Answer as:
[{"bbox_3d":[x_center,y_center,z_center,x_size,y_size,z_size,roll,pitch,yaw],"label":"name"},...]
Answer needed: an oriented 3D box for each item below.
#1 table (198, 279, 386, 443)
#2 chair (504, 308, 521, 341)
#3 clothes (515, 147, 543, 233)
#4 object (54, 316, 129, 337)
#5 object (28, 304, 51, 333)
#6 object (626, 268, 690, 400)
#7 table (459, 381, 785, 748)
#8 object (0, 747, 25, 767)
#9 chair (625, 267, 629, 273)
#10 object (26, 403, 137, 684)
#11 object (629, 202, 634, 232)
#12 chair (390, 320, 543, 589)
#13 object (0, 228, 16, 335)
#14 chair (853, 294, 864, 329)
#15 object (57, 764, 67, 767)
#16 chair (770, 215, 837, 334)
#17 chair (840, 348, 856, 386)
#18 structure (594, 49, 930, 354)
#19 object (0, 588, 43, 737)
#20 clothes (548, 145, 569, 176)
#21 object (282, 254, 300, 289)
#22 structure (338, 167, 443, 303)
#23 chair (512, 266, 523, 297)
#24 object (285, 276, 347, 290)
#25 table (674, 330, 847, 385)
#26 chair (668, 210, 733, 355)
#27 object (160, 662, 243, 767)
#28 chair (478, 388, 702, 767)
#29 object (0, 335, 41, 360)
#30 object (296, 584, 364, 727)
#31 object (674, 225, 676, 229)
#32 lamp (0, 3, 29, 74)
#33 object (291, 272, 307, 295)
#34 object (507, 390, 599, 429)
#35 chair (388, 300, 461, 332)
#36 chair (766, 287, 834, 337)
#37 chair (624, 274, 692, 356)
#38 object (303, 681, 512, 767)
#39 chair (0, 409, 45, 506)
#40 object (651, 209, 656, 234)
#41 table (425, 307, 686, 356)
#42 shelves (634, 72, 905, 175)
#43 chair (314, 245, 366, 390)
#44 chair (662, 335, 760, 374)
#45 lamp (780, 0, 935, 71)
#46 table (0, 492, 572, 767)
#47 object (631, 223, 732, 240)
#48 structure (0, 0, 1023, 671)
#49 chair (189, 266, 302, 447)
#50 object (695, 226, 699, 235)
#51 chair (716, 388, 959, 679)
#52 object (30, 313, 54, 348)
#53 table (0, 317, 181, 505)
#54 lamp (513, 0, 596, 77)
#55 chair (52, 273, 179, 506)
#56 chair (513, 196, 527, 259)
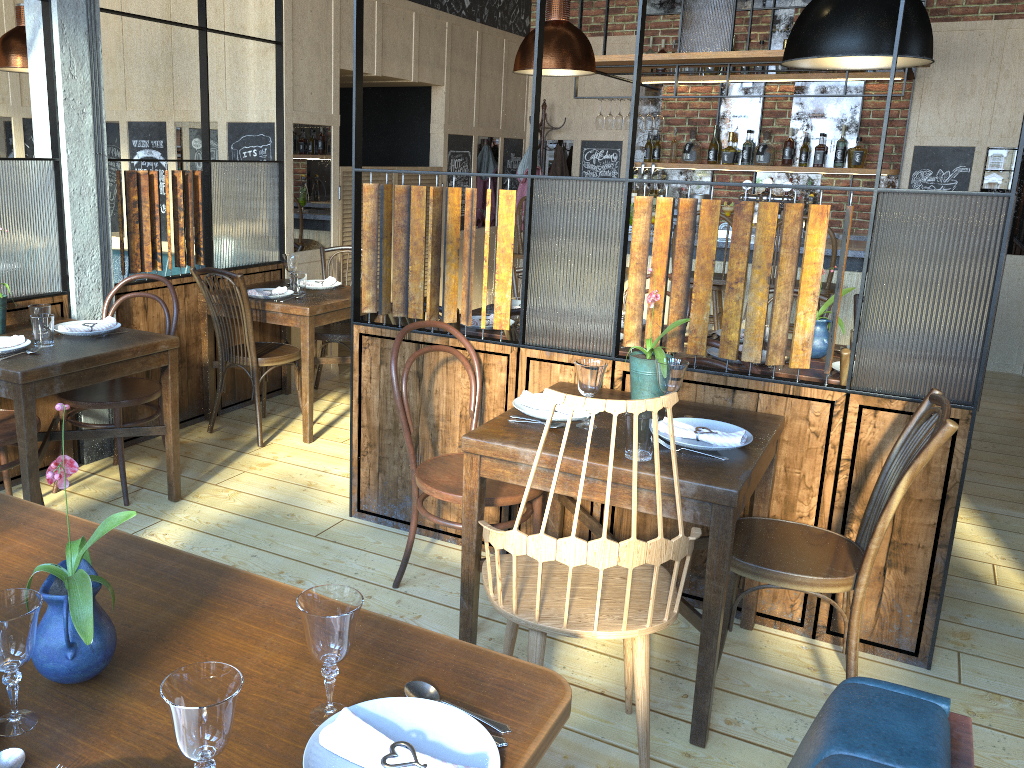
[{"bbox_3d":[-1.221,-0.163,4.983,0.780,0.723,0.725,9,15,26],"label":"table"},{"bbox_3d":[0.195,0.101,3.714,0.423,0.910,0.501,10,16,30],"label":"chair"},{"bbox_3d":[0.143,-1.729,7.863,0.231,0.787,0.283,-7,17,-36],"label":"clothes"},{"bbox_3d":[-1.794,-0.247,3.698,0.339,0.051,0.259,10,17,29],"label":"object"},{"bbox_3d":[-1.927,-0.262,3.603,0.084,0.119,0.085,1,14,-5],"label":"object"},{"bbox_3d":[0.455,-0.144,2.788,0.134,0.424,0.217,-5,15,-30],"label":"object"},{"bbox_3d":[0.336,0.473,2.681,0.780,0.723,0.725,9,15,26],"label":"table"},{"bbox_3d":[-0.838,0.491,1.200,0.339,0.051,0.259,10,17,29],"label":"object"},{"bbox_3d":[0.552,-0.665,6.186,0.394,1.189,0.456,-10,19,-43],"label":"chair"},{"bbox_3d":[-0.677,0.260,1.357,0.130,0.429,0.229,-10,19,-44],"label":"object"},{"bbox_3d":[0.880,-1.208,6.374,0.070,0.210,0.068,5,14,9],"label":"object"},{"bbox_3d":[-0.144,0.279,2.991,0.419,0.916,0.576,-9,18,-40],"label":"chair"},{"bbox_3d":[-2.114,-0.409,3.547,0.147,0.424,0.203,2,14,-3],"label":"object"},{"bbox_3d":[1.616,0.087,3.916,0.423,0.910,0.501,10,16,30],"label":"chair"},{"bbox_3d":[-0.499,0.546,1.025,0.339,0.051,0.259,10,17,29],"label":"object"},{"bbox_3d":[1.804,-0.472,5.569,0.454,1.189,0.397,10,15,29],"label":"chair"},{"bbox_3d":[1.267,0.275,3.154,0.413,0.910,0.514,5,14,10],"label":"chair"},{"bbox_3d":[1.636,-1.249,6.605,2.432,2.163,1.681,9,15,26],"label":"structure"},{"bbox_3d":[-0.721,0.404,1.267,0.094,0.191,0.103,-7,16,-33],"label":"object"},{"bbox_3d":[0.418,-1.758,7.943,0.219,0.767,0.230,8,14,22],"label":"clothes"},{"bbox_3d":[-1.247,-0.635,4.976,0.094,0.191,0.103,-10,18,-42],"label":"object"},{"bbox_3d":[1.342,-0.973,6.256,5.029,0.989,1.268,2,14,3],"label":"structure"},{"bbox_3d":[0.155,-0.138,4.636,0.407,0.910,0.522,3,14,0],"label":"chair"},{"bbox_3d":[-1.130,-0.584,5.074,0.339,0.051,0.259,10,17,29],"label":"object"},{"bbox_3d":[1.226,0.247,3.647,1.072,0.724,0.703,9,15,26],"label":"table"},{"bbox_3d":[1.263,-0.559,5.850,0.449,1.189,0.401,8,14,20],"label":"chair"},{"bbox_3d":[-0.382,0.458,1.095,0.094,0.191,0.103,-7,16,-33],"label":"object"},{"bbox_3d":[0.179,0.463,2.165,0.535,1.000,0.453,2,13,-2],"label":"chair"},{"bbox_3d":[-1.939,-0.149,3.303,0.339,0.051,0.259,10,17,29],"label":"object"},{"bbox_3d":[-0.270,0.407,1.305,0.094,0.191,0.103,-7,16,-33],"label":"object"},{"bbox_3d":[1.192,-1.120,6.380,0.043,0.059,0.041,6,14,16],"label":"object"},{"bbox_3d":[-2.453,-2.261,4.401,0.368,1.328,0.370,2,13,-1],"label":"lamp"},{"bbox_3d":[-1.155,-0.545,4.780,0.081,0.119,0.088,-6,16,-32],"label":"object"},{"bbox_3d":[0.129,0.066,2.686,0.281,0.051,0.313,10,17,29],"label":"object"},{"bbox_3d":[-0.271,0.062,3.818,0.423,0.910,0.501,10,16,30],"label":"chair"},{"bbox_3d":[1.215,0.036,4.073,0.421,0.910,0.504,9,15,25],"label":"chair"},{"bbox_3d":[0.612,-0.086,4.484,0.460,0.916,0.525,15,18,42],"label":"chair"},{"bbox_3d":[-0.142,0.504,1.221,0.281,0.051,0.313,10,17,29],"label":"object"},{"bbox_3d":[-2.043,0.156,3.267,0.460,0.916,0.525,15,18,42],"label":"chair"},{"bbox_3d":[1.009,-1.175,6.289,0.101,0.196,0.111,-7,17,-35],"label":"object"},{"bbox_3d":[0.191,0.080,4.185,1.072,0.724,0.703,9,15,26],"label":"table"},{"bbox_3d":[2.074,-2.145,7.279,2.204,0.742,0.583,9,15,27],"label":"shelves"},{"bbox_3d":[-1.041,-0.364,5.386,0.407,0.910,0.522,3,14,0],"label":"chair"},{"bbox_3d":[0.768,0.246,3.214,0.460,0.916,0.525,15,18,42],"label":"chair"},{"bbox_3d":[1.324,-1.847,3.169,0.555,1.319,0.506,13,17,38],"label":"lamp"},{"bbox_3d":[-0.772,0.774,1.529,1.601,0.657,0.795,9,16,27],"label":"table"},{"bbox_3d":[1.166,-1.092,6.179,0.798,0.105,0.193,9,16,27],"label":"object"},{"bbox_3d":[0.689,-1.410,4.849,5.956,3.309,5.956,4,14,10],"label":"structure"},{"bbox_3d":[-1.361,-0.178,4.634,0.423,0.910,0.501,10,16,30],"label":"chair"},{"bbox_3d":[1.327,-1.100,6.318,0.043,0.059,0.041,6,14,16],"label":"object"},{"bbox_3d":[0.840,0.450,2.430,0.539,0.910,0.393,8,14,21],"label":"chair"},{"bbox_3d":[-1.807,-0.206,3.398,0.084,0.119,0.085,1,14,-5],"label":"object"},{"bbox_3d":[-1.891,0.177,3.595,0.780,0.723,0.725,9,15,26],"label":"table"},{"bbox_3d":[0.220,-2.020,3.746,0.368,1.328,0.370,2,13,-1],"label":"lamp"},{"bbox_3d":[-1.743,0.000,3.906,0.451,0.916,0.536,7,14,17],"label":"chair"},{"bbox_3d":[0.237,-0.859,6.905,0.428,1.189,0.420,9,15,25],"label":"chair"}]
